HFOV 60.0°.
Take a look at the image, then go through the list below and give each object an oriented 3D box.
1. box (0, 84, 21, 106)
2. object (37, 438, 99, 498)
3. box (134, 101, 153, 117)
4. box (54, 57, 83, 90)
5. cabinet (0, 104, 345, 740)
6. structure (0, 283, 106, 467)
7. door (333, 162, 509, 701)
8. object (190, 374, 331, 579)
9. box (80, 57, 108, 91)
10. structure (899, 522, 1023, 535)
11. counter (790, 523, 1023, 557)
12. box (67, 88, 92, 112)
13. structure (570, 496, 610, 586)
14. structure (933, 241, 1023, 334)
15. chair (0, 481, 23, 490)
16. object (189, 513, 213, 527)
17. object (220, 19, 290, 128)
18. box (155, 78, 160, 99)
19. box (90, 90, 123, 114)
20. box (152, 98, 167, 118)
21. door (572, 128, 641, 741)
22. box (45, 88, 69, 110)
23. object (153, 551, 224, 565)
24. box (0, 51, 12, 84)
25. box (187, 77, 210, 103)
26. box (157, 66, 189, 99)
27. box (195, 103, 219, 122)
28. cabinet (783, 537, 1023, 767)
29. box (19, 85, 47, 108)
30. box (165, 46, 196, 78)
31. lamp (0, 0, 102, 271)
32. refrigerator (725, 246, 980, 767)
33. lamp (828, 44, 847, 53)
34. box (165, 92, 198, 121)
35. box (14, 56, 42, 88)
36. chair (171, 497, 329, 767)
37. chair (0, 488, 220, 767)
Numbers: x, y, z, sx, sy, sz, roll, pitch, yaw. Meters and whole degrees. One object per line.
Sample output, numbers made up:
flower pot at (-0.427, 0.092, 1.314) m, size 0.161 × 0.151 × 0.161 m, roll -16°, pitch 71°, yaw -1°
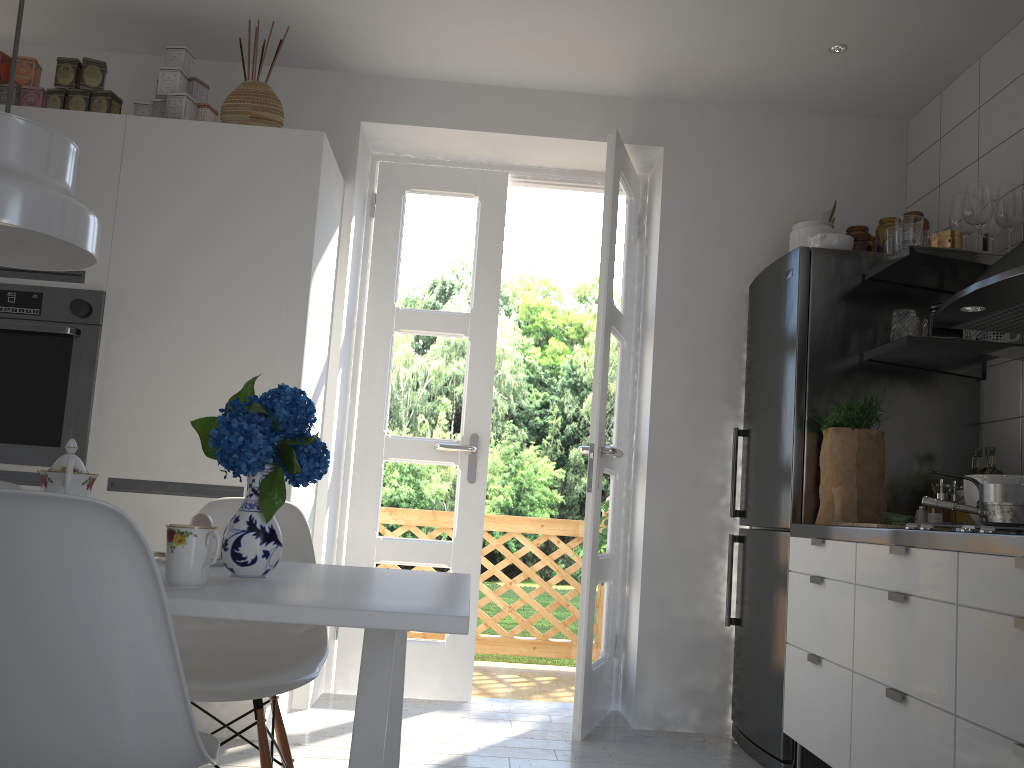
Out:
box at (-1.809, -1.013, 3.197) m, size 0.081 × 0.110 × 0.081 m, roll 4°, pitch -7°, yaw 3°
object at (-0.817, 0.214, 1.621) m, size 0.140 × 0.229 × 0.150 m, roll 2°, pitch -7°, yaw 16°
box at (-1.343, -0.972, 3.264) m, size 0.081 × 0.110 × 0.081 m, roll 4°, pitch -7°, yaw -2°
box at (-1.594, -1.108, 3.200) m, size 0.081 × 0.110 × 0.081 m, roll 4°, pitch -7°, yaw -2°
cabinet at (-1.430, 0.131, 3.244) m, size 1.378 × 2.088 × 0.515 m, roll 4°, pitch -6°, yaw -2°
structure at (-1.660, -0.017, 3.109) m, size 0.727 × 0.607 × 0.323 m, roll 4°, pitch -6°, yaw -2°
door at (-0.394, 0.176, 3.883) m, size 0.602 × 2.317 × 0.157 m, roll 4°, pitch -6°, yaw -2°
object at (-0.465, 0.170, 1.652) m, size 0.236 × 0.375 × 0.267 m, roll 4°, pitch -7°, yaw 0°
box at (-1.509, -1.103, 3.197) m, size 0.081 × 0.110 × 0.081 m, roll 7°, pitch -7°, yaw -22°
structure at (1.291, 0.372, 2.228) m, size 0.490 × 0.028 × 0.469 m, roll 4°, pitch -8°, yaw -2°
counter at (1.334, 0.292, 1.389) m, size 0.650 × 0.045 × 3.254 m, roll 4°, pitch -8°, yaw -2°
box at (-1.550, -0.996, 3.196) m, size 0.081 × 0.110 × 0.081 m, roll 4°, pitch -7°, yaw -2°
structure at (0.930, 0.987, 5.236) m, size 1.175 × 1.275 × 1.267 m, roll 4°, pitch -7°, yaw -1°
structure at (1.470, -0.761, 2.349) m, size 0.472 × 1.088 × 0.872 m, roll 4°, pitch -7°, yaw -2°
chair at (-1.406, 0.609, 2.025) m, size 0.465 × 0.797 × 0.544 m, roll 4°, pitch -7°, yaw -3°
object at (-0.656, 0.304, 1.868) m, size 0.048 × 0.062 × 0.048 m, roll 4°, pitch -7°, yaw 2°
object at (-0.927, -1.093, 3.206) m, size 0.229 × 0.450 × 0.091 m, roll 4°, pitch -6°, yaw -2°
box at (-1.276, -1.072, 3.307) m, size 0.081 × 0.110 × 0.081 m, roll 3°, pitch -7°, yaw 8°
box at (-1.465, -0.990, 3.196) m, size 0.081 × 0.110 × 0.081 m, roll 3°, pitch -7°, yaw 8°
box at (-1.257, -0.971, 3.228) m, size 0.081 × 0.110 × 0.081 m, roll 2°, pitch -7°, yaw 13°
door at (0.401, 0.194, 3.630) m, size 0.156 × 2.317 × 0.605 m, roll 2°, pitch -6°, yaw 18°
box at (-1.629, -1.000, 3.204) m, size 0.081 × 0.110 × 0.081 m, roll 2°, pitch -7°, yaw 13°
object at (-0.660, 0.367, 1.862) m, size 0.201 × 0.016 × 0.202 m, roll 4°, pitch -8°, yaw 3°
box at (-1.848, -1.127, 3.196) m, size 0.081 × 0.110 × 0.081 m, roll 2°, pitch -7°, yaw 18°
box at (-1.184, -1.068, 3.290) m, size 0.081 × 0.110 × 0.081 m, roll 1°, pitch -7°, yaw 23°
box at (-1.231, -1.081, 3.215) m, size 0.081 × 0.110 × 0.081 m, roll 4°, pitch -7°, yaw 3°
box at (-1.134, -0.960, 3.244) m, size 0.081 × 0.110 × 0.081 m, roll 2°, pitch -7°, yaw 13°
cabinet at (1.300, 0.705, 1.347) m, size 0.662 × 0.791 × 3.252 m, roll 4°, pitch -8°, yaw -2°
box at (-1.725, -1.007, 3.204) m, size 0.081 × 0.110 × 0.081 m, roll 5°, pitch -7°, yaw -7°
box at (-1.231, -1.182, 3.283) m, size 0.081 × 0.110 × 0.081 m, roll 3°, pitch -7°, yaw 8°
lamp at (-0.947, -0.919, 1.752) m, size 0.373 × 1.318 × 0.375 m, roll 1°, pitch -7°, yaw 29°
refrigerator at (1.230, 0.470, 3.295) m, size 0.694 × 1.793 × 0.578 m, roll 4°, pitch -6°, yaw -2°
lamp at (1.191, -1.236, 3.240) m, size 0.064 × 0.030 × 0.064 m, roll 5°, pitch -8°, yaw -10°
box at (-1.185, -0.974, 3.173) m, size 0.081 × 0.110 × 0.081 m, roll 2°, pitch -7°, yaw 13°
box at (-1.763, -1.118, 3.215) m, size 0.081 × 0.110 × 0.081 m, roll 5°, pitch -7°, yaw -12°
chair at (-0.668, 0.664, 2.054) m, size 0.465 × 0.797 × 0.544 m, roll 5°, pitch -7°, yaw -8°
chair at (-0.643, 0.545, 1.202) m, size 0.465 × 0.797 × 0.544 m, roll 5°, pitch -7°, yaw -13°
